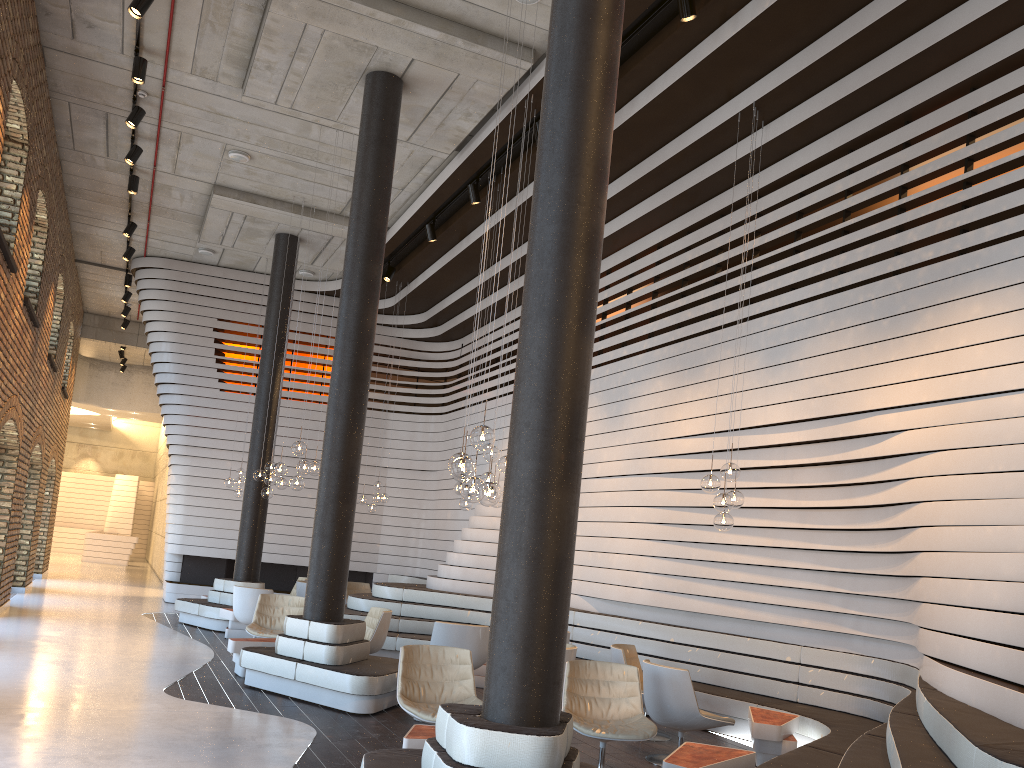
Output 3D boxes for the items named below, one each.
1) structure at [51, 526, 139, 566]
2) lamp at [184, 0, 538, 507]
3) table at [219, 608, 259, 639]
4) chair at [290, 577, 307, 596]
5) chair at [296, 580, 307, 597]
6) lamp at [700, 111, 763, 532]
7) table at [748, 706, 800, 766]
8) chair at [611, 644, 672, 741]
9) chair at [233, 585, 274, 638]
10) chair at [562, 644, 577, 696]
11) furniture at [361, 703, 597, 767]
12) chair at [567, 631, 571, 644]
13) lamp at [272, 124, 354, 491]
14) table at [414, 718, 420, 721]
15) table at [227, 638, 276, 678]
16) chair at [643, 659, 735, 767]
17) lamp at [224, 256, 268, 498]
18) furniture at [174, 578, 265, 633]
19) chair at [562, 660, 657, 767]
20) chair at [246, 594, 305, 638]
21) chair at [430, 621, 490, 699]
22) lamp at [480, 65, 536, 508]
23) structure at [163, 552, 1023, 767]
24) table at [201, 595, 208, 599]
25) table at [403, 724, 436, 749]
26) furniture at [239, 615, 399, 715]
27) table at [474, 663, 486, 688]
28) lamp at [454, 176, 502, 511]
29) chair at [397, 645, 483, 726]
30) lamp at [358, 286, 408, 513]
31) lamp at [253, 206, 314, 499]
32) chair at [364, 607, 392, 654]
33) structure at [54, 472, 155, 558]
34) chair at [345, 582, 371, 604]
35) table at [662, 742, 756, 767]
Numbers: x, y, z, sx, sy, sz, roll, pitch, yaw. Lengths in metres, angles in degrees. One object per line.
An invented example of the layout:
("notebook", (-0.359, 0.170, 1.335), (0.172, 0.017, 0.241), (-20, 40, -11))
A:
("structure", (-13.950, 5.383, 29.498), (7.549, 0.887, 2.568), (-5, -15, 44))
("lamp", (3.473, -1.995, 1.540), (9.048, 4.562, 42.420), (10, -12, -23))
("table", (-3.549, 3.302, 12.060), (0.906, 0.367, 0.419), (8, -9, -16))
("chair", (-3.741, 3.593, 14.692), (0.711, 0.758, 0.664), (9, -8, -21))
("chair", (-3.046, 3.481, 13.761), (0.711, 0.758, 0.664), (8, -8, -19))
("lamp", (1.978, -1.049, 7.718), (0.334, 4.665, 0.535), (3, -6, 28))
("table", (2.176, 2.946, 7.300), (0.414, 0.366, 0.918), (4, -10, 14))
("chair", (1.217, 2.784, 7.979), (0.712, 0.758, 0.663), (3, -8, 21))
("chair", (-3.272, 2.991, 11.339), (0.657, 0.758, 0.719), (4, -8, 14))
("chair", (0.174, 2.605, 7.586), (0.711, 0.758, 0.664), (3, -8, 17))
("furniture", (-0.240, 1.960, 4.341), (1.275, 0.714, 1.795), (4, -10, 12))
("chair", (0.249, 2.937, 9.264), (0.657, 0.758, 0.719), (8, -8, -16))
("lamp", (-2.161, -1.123, 9.838), (0.546, 4.626, 0.295), (9, -6, -38))
("table", (-0.622, 2.773, 7.832), (0.414, 0.366, 0.918), (4, -10, 14))
("table", (-2.519, 2.840, 9.148), (0.908, 0.366, 0.418), (12, -10, -30))
("chair", (1.359, 2.601, 6.962), (0.711, 0.758, 0.664), (9, -8, -24))
("lamp", (-4.373, -0.369, 14.867), (0.276, 4.581, 0.548), (3, -5, 26))
("furniture", (-4.286, 3.254, 13.098), (1.278, 0.714, 1.792), (11, -11, -27))
("chair", (0.664, 2.396, 6.255), (0.656, 0.758, 0.719), (7, -8, -7))
("chair", (-2.651, 2.786, 9.967), (0.656, 0.758, 0.720), (6, -8, -5))
("chair", (-0.554, 2.808, 9.008), (0.656, 0.758, 0.720), (6, -8, -3))
("lamp", (0.014, -1.139, 8.689), (0.309, 4.692, 0.668), (7, -5, -15))
("structure", (-0.072, 3.035, 10.356), (5.786, 0.917, 18.418), (11, -12, -26))
("table", (-4.633, 3.616, 14.238), (0.416, 0.366, 0.912), (-2, -13, 44))
("table", (-0.300, 2.346, 5.462), (0.907, 0.366, 0.418), (9, -9, -21))
("furniture", (-1.589, 2.614, 8.414), (1.781, 0.714, 1.285), (-2, -12, 37))
("table", (-0.515, 3.188, 9.922), (0.906, 0.367, 0.419), (4, -8, 9))
("lamp", (-0.378, -0.802, 10.586), (0.294, 4.626, 0.549), (8, -6, -28))
("chair", (-0.504, 2.277, 6.238), (0.657, 0.758, 0.718), (9, -8, -22))
("lamp", (-2.129, -0.109, 15.061), (0.544, 4.626, 0.296), (5, -5, 2))
("lamp", (-3.093, -0.689, 12.266), (0.276, 4.581, 0.548), (3, -6, 28))
("chair", (-1.688, 2.797, 9.528), (0.711, 0.758, 0.664), (8, -8, -20))
("structure", (-14.980, 4.695, 31.599), (4.540, 2.834, 5.885), (10, -11, -23))
("chair", (-2.494, 3.735, 14.787), (0.714, 0.758, 0.661), (-1, -10, 39))
("table", (1.144, 2.501, 5.527), (0.416, 0.366, 0.913), (-1, -12, 39))
